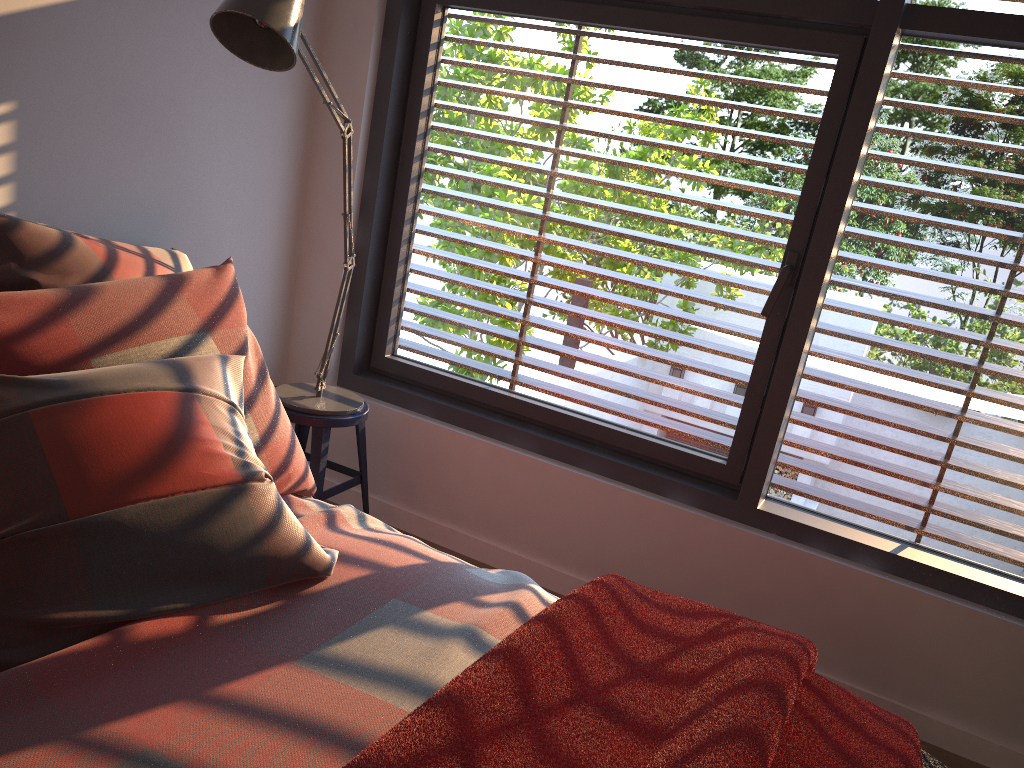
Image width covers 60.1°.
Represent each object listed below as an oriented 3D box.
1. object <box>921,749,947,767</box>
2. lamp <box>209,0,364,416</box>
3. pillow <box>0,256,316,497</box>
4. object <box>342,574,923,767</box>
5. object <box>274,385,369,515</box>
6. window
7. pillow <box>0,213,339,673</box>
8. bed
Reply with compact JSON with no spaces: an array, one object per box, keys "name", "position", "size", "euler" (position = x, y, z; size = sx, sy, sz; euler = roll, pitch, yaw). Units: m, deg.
[{"name":"object","position":[0.204,0.872,1.058],"size":[1.115,0.576,2.486],"euler":[18,16,24]},{"name":"lamp","position":[-0.583,-0.438,2.365],"size":[0.278,1.144,0.780],"euler":[16,17,15]},{"name":"pillow","position":[-1.028,0.095,1.420],"size":[0.524,0.559,1.800],"euler":[18,16,24]},{"name":"object","position":[0.069,0.810,1.072],"size":[0.678,0.670,2.624],"euler":[18,16,24]},{"name":"object","position":[-0.657,0.281,2.835],"size":[0.340,0.487,0.335],"euler":[17,18,21]},{"name":"window","position":[0.735,-0.572,2.491],"size":[2.621,1.969,0.169],"euler":[18,18,23]},{"name":"pillow","position":[-0.967,0.119,1.486],"size":[1.138,0.744,2.123],"euler":[17,16,22]},{"name":"bed","position":[-0.487,0.560,1.330],"size":[2.299,0.781,2.019],"euler":[17,16,23]}]
